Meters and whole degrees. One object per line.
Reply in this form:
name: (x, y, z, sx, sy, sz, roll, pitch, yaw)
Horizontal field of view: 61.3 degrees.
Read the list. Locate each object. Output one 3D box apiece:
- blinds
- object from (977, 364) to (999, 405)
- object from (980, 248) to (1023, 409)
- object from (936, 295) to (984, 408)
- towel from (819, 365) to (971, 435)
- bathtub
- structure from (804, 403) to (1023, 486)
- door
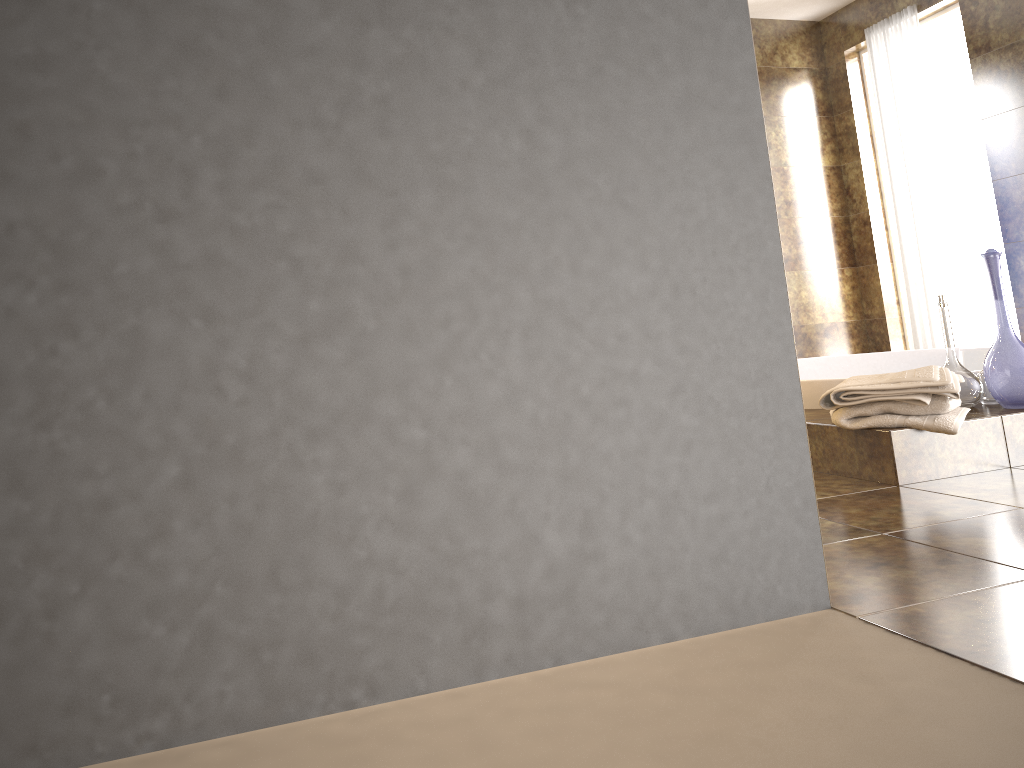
blinds: (2.505, -1.216, 5.363, 0.069, 2.330, 0.468, -1, -10, -18)
object: (1.311, -0.004, 2.371, 0.056, 0.118, 0.057, -10, -9, 34)
object: (1.291, -0.150, 2.264, 0.136, 0.430, 0.131, -3, -9, -11)
object: (1.199, -0.092, 2.364, 0.131, 0.315, 0.126, -3, -8, -11)
towel: (0.960, 0.038, 2.173, 0.335, 0.153, 0.319, -5, 0, 26)
bathtub: (1.517, 0.052, 3.238, 1.741, 0.534, 1.731, -4, 2, 13)
structure: (1.519, 0.060, 3.238, 2.012, 0.127, 1.965, -6, 3, -18)
door: (3.036, -1.226, 5.724, 0.955, 2.279, 0.039, -7, -10, 14)
